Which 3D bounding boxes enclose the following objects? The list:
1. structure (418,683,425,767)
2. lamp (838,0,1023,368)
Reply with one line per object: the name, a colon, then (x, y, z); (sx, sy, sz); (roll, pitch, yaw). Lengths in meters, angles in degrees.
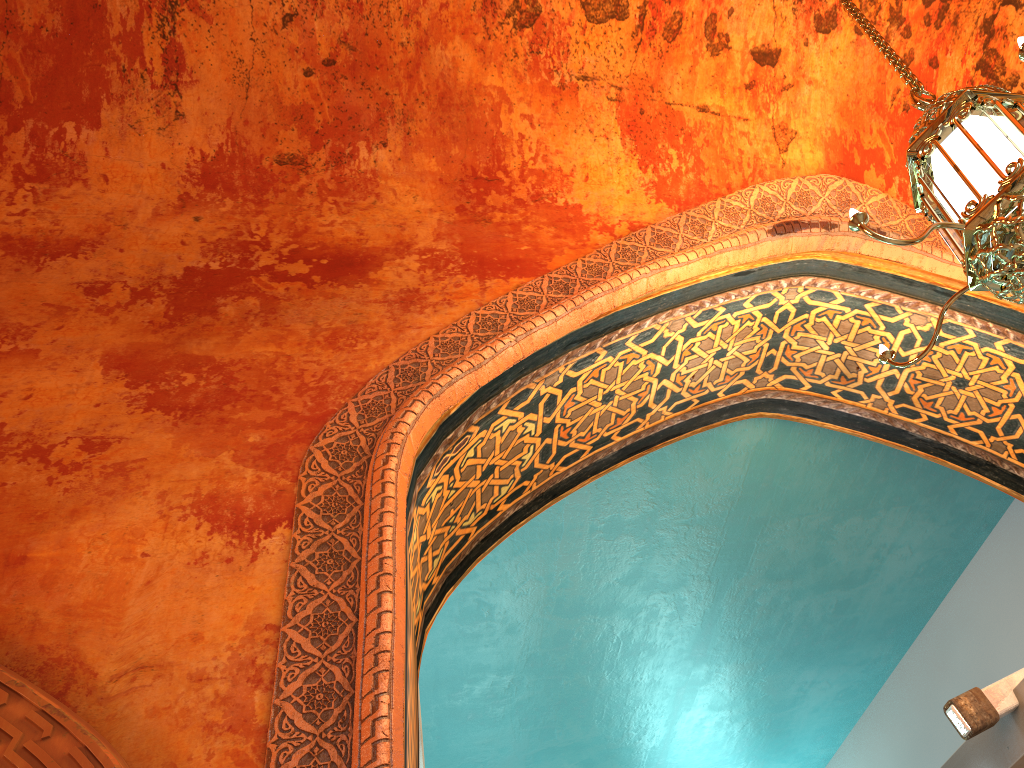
structure: (-1.284, 4.295, 4.209); (1.893, 2.957, 5.939); (-3, -46, -7)
lamp: (1.584, -0.992, 3.149); (1.362, 2.226, 1.130); (0, -44, -10)
